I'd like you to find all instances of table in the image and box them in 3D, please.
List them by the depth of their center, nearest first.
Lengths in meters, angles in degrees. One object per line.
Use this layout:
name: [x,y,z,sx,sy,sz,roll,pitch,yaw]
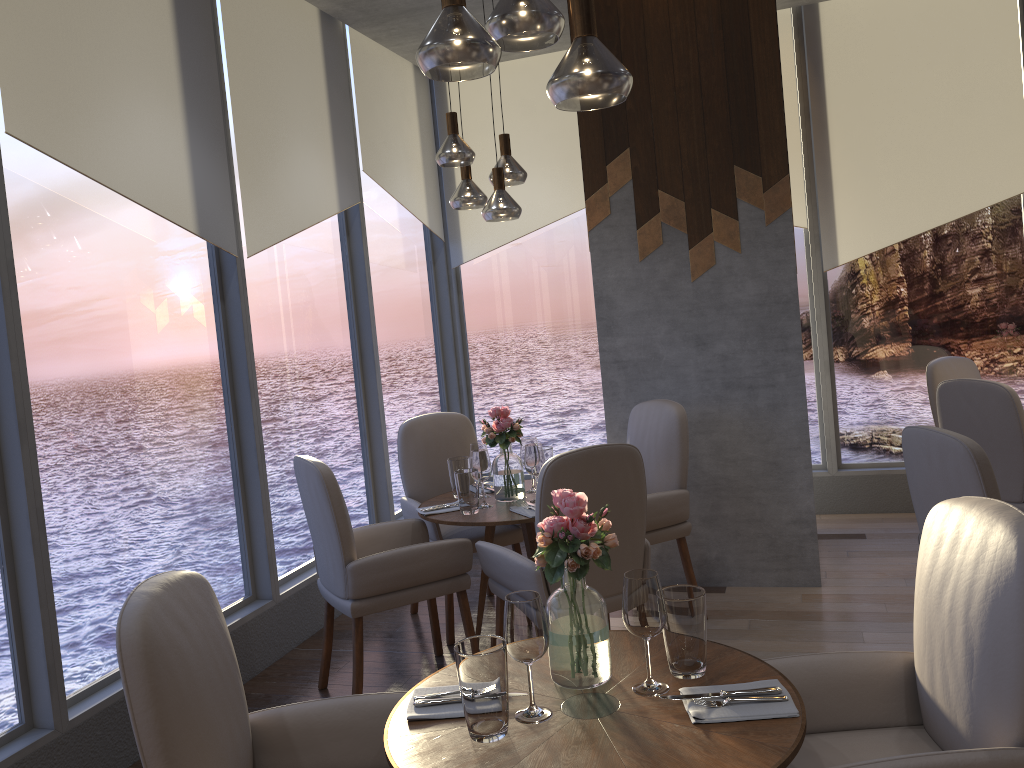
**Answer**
table: [0.190,0.981,1.814,0.835,0.661,0.834,-7,4,-22]
table: [0.034,0.832,3.905,0.833,0.661,0.835,-5,4,5]

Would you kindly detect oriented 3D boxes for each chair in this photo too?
chair: [0.746,0.761,1.805,0.600,0.999,0.529,-5,3,0]
chair: [-0.410,0.869,1.812,0.600,0.999,0.529,-5,3,-1]
chair: [1.620,0.601,2.802,0.600,0.999,0.529,-6,3,-6]
chair: [0.210,0.695,3.290,0.529,0.999,0.600,-7,3,-25]
chair: [-0.516,0.741,3.575,0.601,0.999,0.528,-7,3,-28]
chair: [2.315,0.440,4.029,0.600,0.999,0.528,-7,3,-22]
chair: [0.514,0.603,4.099,0.600,0.999,0.528,-7,3,-28]
chair: [-0.253,0.656,4.354,0.529,0.999,0.600,-7,3,-24]
chair: [2.636,0.349,4.805,0.529,0.999,0.600,-7,4,-29]

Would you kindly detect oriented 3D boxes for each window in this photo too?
window: [1.318,-0.731,2.873,16.146,3.194,8.062,-8,5,-27]

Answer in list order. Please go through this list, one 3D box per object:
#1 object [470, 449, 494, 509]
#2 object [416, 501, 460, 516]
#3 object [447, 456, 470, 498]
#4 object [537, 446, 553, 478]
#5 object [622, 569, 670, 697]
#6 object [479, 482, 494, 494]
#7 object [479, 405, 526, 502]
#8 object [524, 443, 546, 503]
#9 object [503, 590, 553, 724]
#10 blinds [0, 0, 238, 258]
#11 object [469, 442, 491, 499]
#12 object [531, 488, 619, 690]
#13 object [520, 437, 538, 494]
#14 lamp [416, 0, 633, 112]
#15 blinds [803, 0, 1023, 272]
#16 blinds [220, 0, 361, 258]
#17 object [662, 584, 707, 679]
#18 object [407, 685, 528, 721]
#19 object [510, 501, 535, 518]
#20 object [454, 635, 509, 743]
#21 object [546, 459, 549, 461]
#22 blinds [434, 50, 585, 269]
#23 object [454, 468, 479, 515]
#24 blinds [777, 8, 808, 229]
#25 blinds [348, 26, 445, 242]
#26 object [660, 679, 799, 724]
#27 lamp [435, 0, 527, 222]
object: [-0.128,0.402,3.769,0.092,0.244,0.092,-5,3,-1]
object: [-0.278,0.526,3.813,0.255,0.019,0.157,-7,5,-21]
object: [-0.236,0.425,4.029,0.102,0.178,0.102,-4,4,29]
object: [0.146,0.384,4.088,0.102,0.178,0.102,-2,4,44]
object: [0.279,0.515,1.843,0.092,0.244,0.092,-6,3,-17]
object: [-0.111,0.484,4.149,0.158,0.019,0.255,-8,5,-27]
object: [-0.035,0.299,3.879,0.210,0.415,0.198,-7,4,-34]
object: [0.102,0.379,3.785,0.092,0.244,0.092,-5,3,-1]
object: [0.032,0.543,1.772,0.092,0.244,0.092,-5,3,4]
blinds: [-1.529,-1.834,3.341,0.007,2.677,1.176,-5,3,18]
object: [-0.141,0.387,3.980,0.092,0.244,0.092,-4,3,21]
object: [0.142,0.435,1.932,0.198,0.415,0.210,-6,3,-9]
object: [0.087,0.364,3.993,0.092,0.244,0.092,-8,4,-42]
lamp: [-0.033,-1.204,1.737,0.439,1.324,0.440,-4,3,20]
blinds: [2.396,-2.070,5.343,1.172,2.677,0.007,-4,3,18]
blinds: [-1.148,-1.962,4.526,0.007,2.677,1.176,-5,3,18]
object: [0.371,0.534,1.906,0.102,0.178,0.102,-3,4,39]
object: [-0.093,0.660,1.873,0.255,0.019,0.158,-5,4,1]
object: [0.089,0.506,3.626,0.157,0.019,0.255,-8,5,-26]
object: [-0.053,0.589,1.710,0.102,0.178,0.102,-7,4,-33]
object: [0.202,0.407,3.736,0.102,0.178,0.102,-6,3,-10]
blinds: [0.000,-2.190,6.105,1.172,2.677,0.007,-4,3,18]
object: [-0.183,0.447,3.678,0.102,0.178,0.102,-3,4,35]
blinds: [1.185,-2.271,5.718,1.172,2.677,0.007,-4,3,18]
blinds: [-0.786,-2.281,5.703,0.007,2.677,1.176,-5,3,18]
object: [0.422,0.622,1.749,0.255,0.019,0.158,-5,4,3]
lamp: [-0.172,-1.355,3.826,0.440,1.324,0.439,-6,3,-15]
